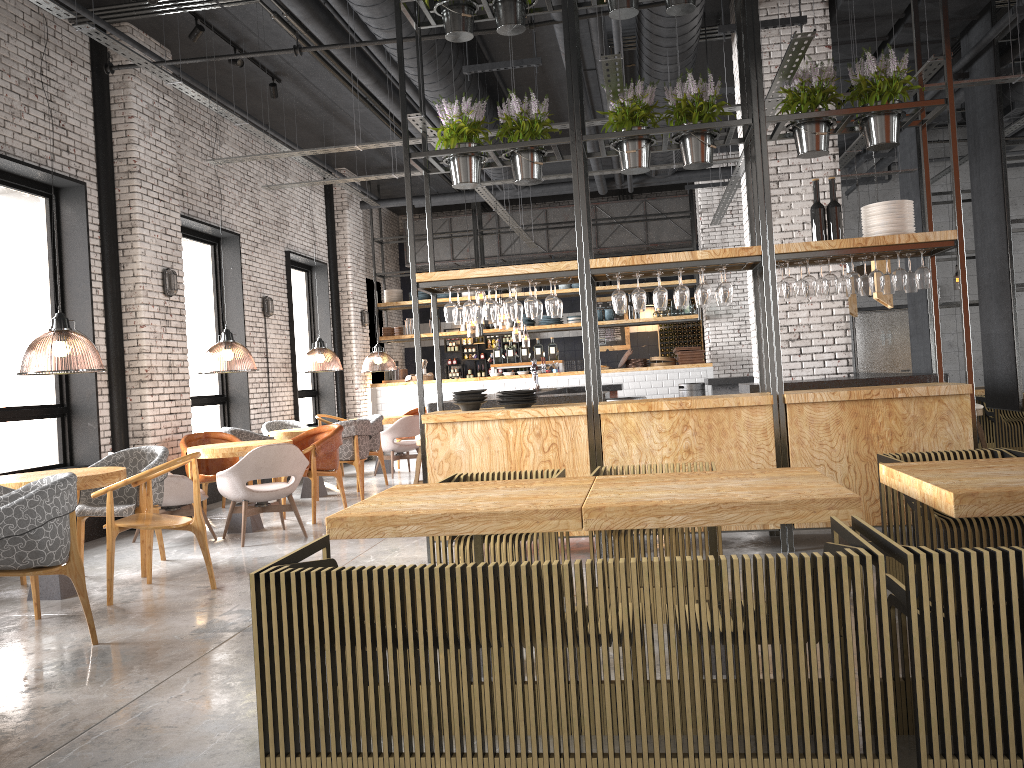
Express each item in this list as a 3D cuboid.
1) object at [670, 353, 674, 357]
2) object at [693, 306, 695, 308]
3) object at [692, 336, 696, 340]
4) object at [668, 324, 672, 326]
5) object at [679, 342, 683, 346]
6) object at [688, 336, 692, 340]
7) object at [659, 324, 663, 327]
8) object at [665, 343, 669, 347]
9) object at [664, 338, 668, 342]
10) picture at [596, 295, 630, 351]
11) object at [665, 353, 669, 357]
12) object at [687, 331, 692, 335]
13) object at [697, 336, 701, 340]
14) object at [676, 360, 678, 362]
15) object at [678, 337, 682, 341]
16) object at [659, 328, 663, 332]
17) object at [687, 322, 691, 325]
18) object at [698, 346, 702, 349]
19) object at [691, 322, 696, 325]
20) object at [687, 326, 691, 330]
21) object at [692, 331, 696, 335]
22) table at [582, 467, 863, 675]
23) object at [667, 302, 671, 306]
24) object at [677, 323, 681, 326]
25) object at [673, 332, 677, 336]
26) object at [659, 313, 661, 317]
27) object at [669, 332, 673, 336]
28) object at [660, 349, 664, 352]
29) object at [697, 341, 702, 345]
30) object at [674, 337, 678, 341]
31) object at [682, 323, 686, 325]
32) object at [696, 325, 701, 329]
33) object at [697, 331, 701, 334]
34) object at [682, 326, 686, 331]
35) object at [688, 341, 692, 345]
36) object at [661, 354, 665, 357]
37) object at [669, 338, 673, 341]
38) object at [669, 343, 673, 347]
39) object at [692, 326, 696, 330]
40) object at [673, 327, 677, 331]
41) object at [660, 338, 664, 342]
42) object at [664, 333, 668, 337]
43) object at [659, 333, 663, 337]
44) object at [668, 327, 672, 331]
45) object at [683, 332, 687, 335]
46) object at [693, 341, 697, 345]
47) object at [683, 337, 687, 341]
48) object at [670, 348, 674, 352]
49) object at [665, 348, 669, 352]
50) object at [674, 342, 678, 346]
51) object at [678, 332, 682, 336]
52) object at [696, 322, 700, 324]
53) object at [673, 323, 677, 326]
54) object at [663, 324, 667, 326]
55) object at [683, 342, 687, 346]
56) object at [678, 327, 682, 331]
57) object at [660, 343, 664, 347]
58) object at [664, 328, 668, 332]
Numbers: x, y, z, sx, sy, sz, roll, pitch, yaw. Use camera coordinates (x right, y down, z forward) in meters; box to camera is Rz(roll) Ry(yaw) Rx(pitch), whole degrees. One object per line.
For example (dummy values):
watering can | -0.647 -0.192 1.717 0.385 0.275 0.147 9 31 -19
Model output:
object | 3.286 -0.598 18.200 0.079 0.079 0.281 -4 0 9
object | 3.691 -1.570 18.119 0.079 0.079 0.283 -4 0 9
object | 3.733 -0.941 18.135 0.079 0.079 0.283 -4 0 9
object | 3.248 -1.227 18.209 0.079 0.079 0.283 -4 0 9
object | 3.458 -0.819 18.160 0.079 0.079 0.283 -4 0 9
object | 3.634 -0.935 18.110 0.079 0.079 0.283 -4 0 9
object | 3.059 -1.216 18.222 0.079 0.079 0.283 -4 0 9
object | 3.178 -0.802 18.202 0.079 0.079 0.283 -4 0 9
object | 3.175 -0.907 18.223 0.079 0.079 0.283 -4 0 9
picture | 1.968 -1.260 18.673 0.980 1.142 0.020 -4 -1 9
object | 3.187 -0.591 18.175 0.079 0.079 0.281 -4 0 9
object | 3.628 -1.040 18.116 0.079 0.079 0.283 -4 0 9
object | 3.824 -0.946 18.105 0.079 0.079 0.283 -4 0 9
object | 3.381 -0.498 18.150 0.079 0.079 0.281 -4 0 9
object | 3.448 -0.923 18.143 0.079 0.079 0.283 -4 0 9
object | 3.064 -1.111 18.212 0.079 0.079 0.283 -4 0 9
object | 3.621 -1.250 18.157 0.079 0.079 0.283 -4 0 9
object | 3.837 -0.736 18.101 0.079 0.079 0.281 -4 0 9
object | 3.714 -1.256 18.139 0.079 0.079 0.283 -4 0 9
object | 3.625 -1.145 18.136 0.079 0.079 0.283 -4 0 9
object | 3.724 -1.046 18.121 0.079 0.079 0.283 -4 0 9
table | 0.852 0.805 3.724 0.996 0.763 1.000 -4 0 9
object | 3.220 -1.647 18.200 0.079 0.079 0.283 -4 0 9
object | 3.429 -1.238 18.147 0.079 0.079 0.283 -4 0 9
object | 3.352 -1.023 18.177 0.079 0.079 0.283 -4 0 9
object | 3.049 -1.426 18.245 0.079 0.079 0.283 -4 0 9
object | 3.256 -1.017 18.172 0.079 0.079 0.283 -4 0 9
object | 3.094 -0.691 18.229 0.079 0.079 0.281 -4 0 9
object | 3.828 -0.841 18.085 0.079 0.079 0.283 -4 0 9
object | 3.355 -0.918 18.153 0.079 0.079 0.283 -4 0 9
object | 3.525 -1.244 18.152 0.079 0.079 0.283 -4 0 9
object | 3.811 -1.156 18.108 0.079 0.079 0.283 -4 0 9
object | 3.820 -1.052 18.126 0.079 0.079 0.283 -4 0 9
object | 3.534 -1.139 18.166 0.079 0.079 0.283 -4 0 9
object | 3.644 -0.830 18.132 0.079 0.079 0.283 -4 0 9
object | 3.096 -0.586 18.204 0.079 0.079 0.281 -4 0 9
object | 3.267 -0.913 18.205 0.079 0.079 0.283 -4 0 9
object | 3.270 -0.807 18.179 0.079 0.079 0.283 -4 0 9
object | 3.720 -1.151 18.138 0.079 0.079 0.283 -4 0 9
object | 3.348 -1.128 18.198 0.079 0.079 0.283 -4 0 9
object | 3.079 -0.901 18.218 0.079 0.079 0.283 -4 0 9
object | 3.165 -1.012 18.205 0.079 0.079 0.283 -4 0 9
object | 3.075 -1.006 18.235 0.079 0.079 0.283 -4 0 9
object | 3.252 -1.122 18.193 0.079 0.079 0.283 -4 0 9
object | 3.538 -1.034 18.149 0.079 0.079 0.283 -4 0 9
object | 3.740 -0.836 18.133 0.079 0.079 0.283 -4 0 9
object | 3.547 -0.930 18.163 0.079 0.079 0.283 -4 0 9
object | 3.278 -0.702 18.186 0.079 0.079 0.281 -4 0 9
object | 3.182 -0.697 18.181 0.079 0.079 0.281 -4 0 9
object | 3.365 -0.813 18.174 0.079 0.079 0.283 -4 0 9
object | 3.441 -1.028 18.140 0.079 0.079 0.283 -4 0 9
object | 3.803 -1.261 18.101 0.079 0.079 0.283 -4 0 9
object | 3.339 -1.233 18.180 0.079 0.079 0.283 -4 0 9
object | 3.149 -1.221 18.189 0.079 0.079 0.283 -4 0 9
object | 3.554 -0.825 18.166 0.079 0.079 0.283 -4 0 9
object | 3.441 -1.134 18.180 0.079 0.079 0.283 -4 0 9
object | 3.082 -0.796 18.194 0.079 0.079 0.283 -4 0 9
object | 3.155 -1.116 18.184 0.079 0.079 0.283 -4 0 9
